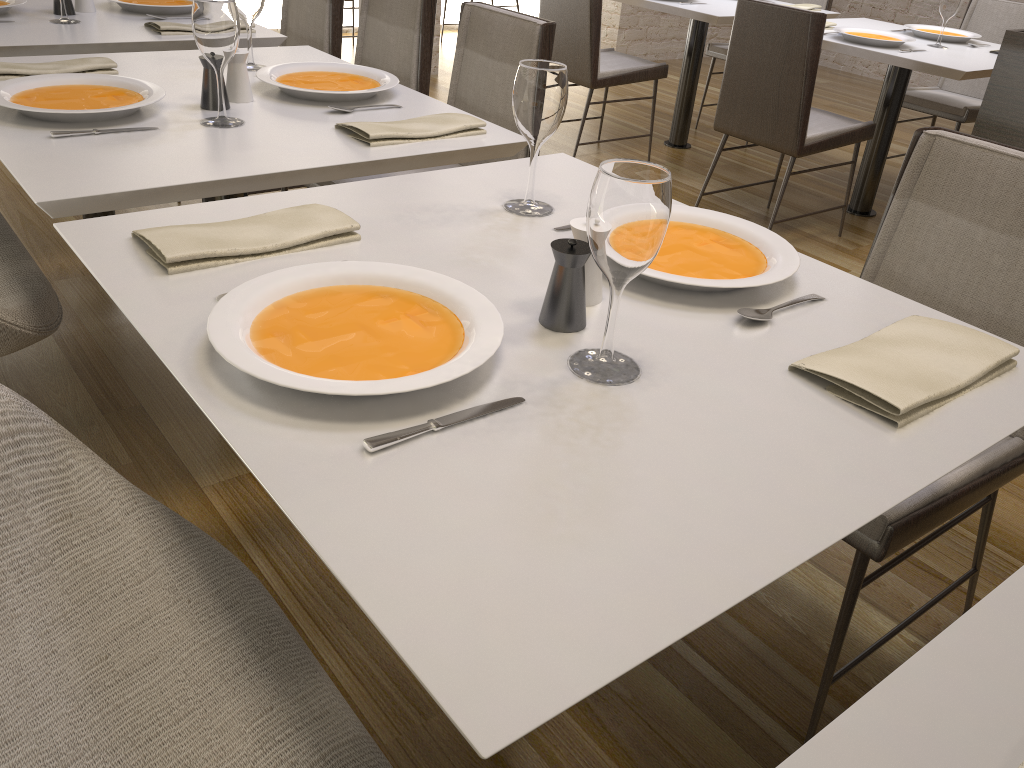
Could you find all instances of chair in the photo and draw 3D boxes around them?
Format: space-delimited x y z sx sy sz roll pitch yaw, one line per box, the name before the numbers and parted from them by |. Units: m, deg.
chair | 1.109 -1.034 3.528 0.569 0.890 0.417 -17 36 -35
chair | -1.231 -2.752 6.091 0.569 0.890 0.417 -17 36 -35
chair | 0.625 0.065 1.548 0.569 0.890 0.417 -17 36 -35
chair | -0.199 -3.085 6.843 0.569 0.890 0.417 -17 36 -35
chair | 0.415 -1.544 4.288 0.569 0.890 0.417 -17 36 -35
chair | 1.447 -1.877 5.040 0.569 0.890 0.417 -17 36 -35
chair | -0.580 -0.819 2.868 0.569 0.890 0.417 -17 36 -35
chair | -0.933 -1.078 3.255 0.569 0.890 0.417 -17 36 -35
chair | 2.141 -1.367 4.280 0.569 0.890 0.417 -17 36 -35
chair | -0.237 -0.567 2.492 0.569 0.890 0.417 -17 36 -35

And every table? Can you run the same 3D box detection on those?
table | -1.363 -0.795 2.836 0.941 0.747 1.022 -17 37 -35
table | 0.935 -1.634 4.676 0.941 0.747 1.022 -17 37 -35
table | 0.693 0.714 0.583 0.941 0.747 1.022 -17 37 -35
table | 1.632 -1.122 3.912 0.941 0.747 1.022 -17 37 -35
table | -0.666 -0.284 2.072 0.941 0.747 1.022 -17 37 -35
table | 0.009 0.212 1.333 0.941 0.747 1.022 -17 37 -35

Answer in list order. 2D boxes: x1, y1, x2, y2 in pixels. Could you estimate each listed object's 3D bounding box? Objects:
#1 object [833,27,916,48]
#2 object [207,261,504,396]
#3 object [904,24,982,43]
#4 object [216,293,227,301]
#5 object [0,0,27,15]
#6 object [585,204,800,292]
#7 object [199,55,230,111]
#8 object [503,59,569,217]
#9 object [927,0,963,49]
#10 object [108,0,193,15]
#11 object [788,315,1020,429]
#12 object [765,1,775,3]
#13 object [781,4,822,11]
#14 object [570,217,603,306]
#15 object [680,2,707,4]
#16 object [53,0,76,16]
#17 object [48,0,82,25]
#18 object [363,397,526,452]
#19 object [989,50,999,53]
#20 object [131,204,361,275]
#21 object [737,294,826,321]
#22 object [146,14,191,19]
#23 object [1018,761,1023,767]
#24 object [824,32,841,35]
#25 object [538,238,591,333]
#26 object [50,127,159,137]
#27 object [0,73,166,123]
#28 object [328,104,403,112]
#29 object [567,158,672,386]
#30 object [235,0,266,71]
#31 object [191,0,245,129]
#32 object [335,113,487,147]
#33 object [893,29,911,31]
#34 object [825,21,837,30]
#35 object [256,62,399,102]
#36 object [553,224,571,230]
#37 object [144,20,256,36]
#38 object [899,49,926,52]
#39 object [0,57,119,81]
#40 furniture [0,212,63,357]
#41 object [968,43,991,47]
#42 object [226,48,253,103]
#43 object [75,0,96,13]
object | 1.453 -1.392 3.569 0.321 0.035 0.327 8 30 5
object | -0.171 -0.058 0.990 0.321 0.035 0.327 4 30 -3
object | 1.877 -1.528 3.876 0.321 0.035 0.327 8 30 5
object | -0.282 -0.130 1.110 0.182 0.015 0.039 -17 37 -34
object | -1.543 -1.065 2.493 0.321 0.035 0.327 4 30 -3
object | 0.253 -0.194 1.297 0.321 0.035 0.327 4 30 -3
object | -0.608 -0.618 1.805 0.059 0.107 0.060 3 29 -4
object | 0.037 -0.386 1.397 0.086 0.227 0.087 1 29 -9
object | 1.755 -1.482 3.581 0.086 0.227 0.087 1 29 -9
object | -1.119 -1.201 2.800 0.321 0.035 0.327 4 30 -3
object | 0.472 -0.026 1.058 0.274 0.032 0.144 -18 37 -35
object | 1.287 -1.950 4.518 0.182 0.015 0.039 -17 37 -34
object | 1.398 -1.872 4.402 0.274 0.032 0.144 -18 37 -35
object | 0.094 -0.162 1.137 0.059 0.107 0.060 3 29 -4
object | 0.864 -1.811 4.213 0.186 0.010 0.017 -18 37 -35
object | -1.305 -1.130 2.569 0.059 0.107 0.060 3 29 -4
object | -1.246 -1.116 2.437 0.086 0.227 0.087 1 29 -9
object | -0.062 0.035 0.869 0.186 0.010 0.017 -18 37 -35
object | 2.095 -1.360 3.638 0.274 0.032 0.144 -18 37 -35
object | -0.366 -0.210 1.232 0.274 0.032 0.144 -18 37 -35
object | 0.361 -0.104 1.175 0.182 0.015 0.039 -17 37 -34
object | -1.011 -1.111 2.678 0.182 0.015 0.039 -17 37 -34
object | 0.318 0.292 0.483 0.274 0.032 0.144 -18 37 -35
object | 1.341 -1.464 3.689 0.182 0.015 0.039 -17 37 -34
object | 0.067 -0.123 1.066 0.059 0.107 0.060 3 29 -4
object | -0.737 -0.461 1.608 0.186 0.010 0.017 -18 37 -35
object | -0.845 -0.553 1.729 0.321 0.035 0.327 4 30 -3
object | -0.314 -0.599 1.914 0.182 0.015 0.039 -17 37 -34
object | 0.114 -0.118 0.947 0.086 0.227 0.087 1 29 -9
object | -0.634 -0.878 2.132 0.086 0.227 0.087 1 29 -9
object | -0.557 -0.610 1.682 0.086 0.227 0.087 1 29 -9
object | -0.203 -0.521 1.797 0.274 0.032 0.144 -18 37 -35
object | 1.764 -1.598 3.997 0.186 0.010 0.017 -18 37 -35
object | 1.258 -1.544 3.812 0.274 0.032 0.144 -18 37 -35
object | -0.421 -0.689 2.036 0.321 0.035 0.327 4 30 -3
object | 0.141 -0.263 1.418 0.186 0.010 0.017 -18 37 -35
object | -0.900 -1.033 2.561 0.274 0.032 0.144 -18 37 -35
object | 1.561 -1.300 3.449 0.186 0.010 0.017 -18 37 -35
object | -1.041 -0.705 1.972 0.274 0.032 0.144 -18 37 -35
furniture | -1.674 -0.551 2.031 0.711 1.078 2.615 -17 37 -34
object | 1.985 -1.438 3.754 0.182 0.015 0.039 -17 37 -34
object | -0.581 -0.657 1.876 0.059 0.107 0.060 3 29 -4
object | -1.278 -1.169 2.640 0.059 0.107 0.060 3 29 -4
